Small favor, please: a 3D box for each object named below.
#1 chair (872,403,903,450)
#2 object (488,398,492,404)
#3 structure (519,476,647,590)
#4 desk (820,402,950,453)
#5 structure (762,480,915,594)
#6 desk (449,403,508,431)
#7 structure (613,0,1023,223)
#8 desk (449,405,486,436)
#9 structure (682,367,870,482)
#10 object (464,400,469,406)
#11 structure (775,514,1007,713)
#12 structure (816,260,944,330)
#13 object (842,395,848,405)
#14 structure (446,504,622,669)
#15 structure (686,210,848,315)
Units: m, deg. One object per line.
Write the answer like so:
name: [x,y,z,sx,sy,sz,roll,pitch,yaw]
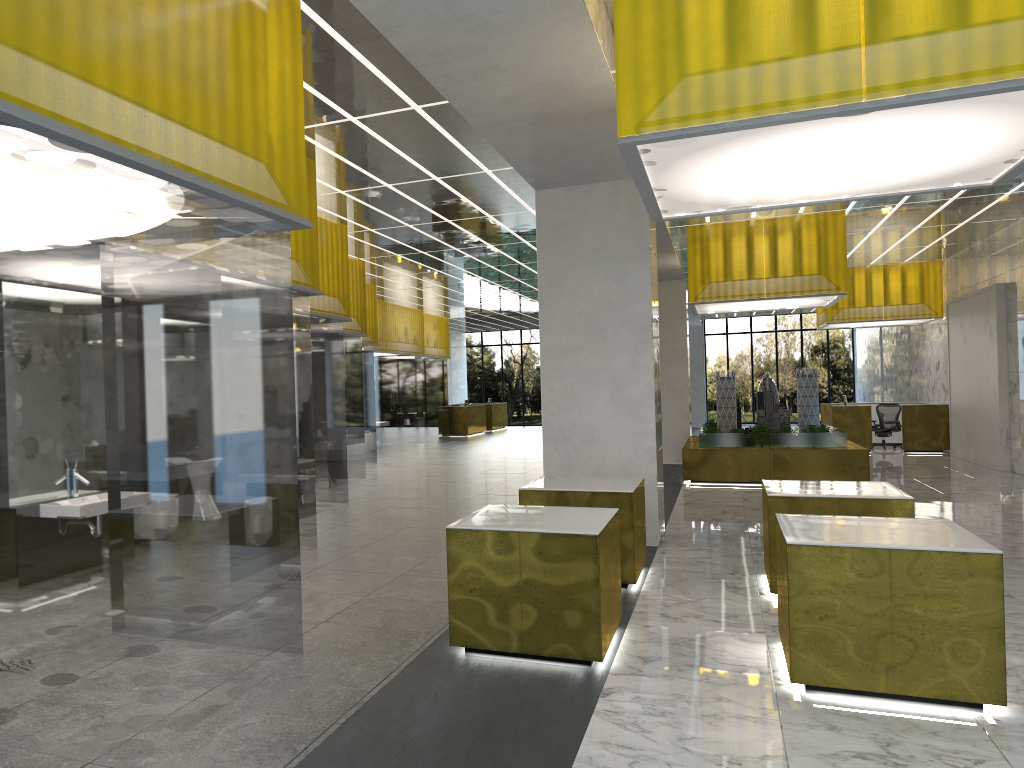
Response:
chair: [12.260,1.395,28.050,1.196,1.493,0.965,-2,0,43]
object: [-1.372,1.151,48.998,0.566,0.667,0.733,-2,0,17]
structure: [0.910,1.813,10.606,1.405,1.173,1.409,-2,0,19]
desk: [12.172,1.403,28.241,3.310,1.508,3.399,-2,0,19]
structure: [3.541,1.736,9.452,1.405,1.173,1.409,-2,0,19]
desk: [-2.203,1.895,49.352,3.310,1.508,3.399,-2,0,19]
structure: [2.662,-2.946,7.138,3.350,2.269,3.164,-2,0,19]
desk: [-3.324,1.905,44.814,3.310,1.508,3.399,-2,0,19]
structure: [6.353,0.903,21.395,3.978,2.571,5.029,-2,0,18]
object: [-2.503,1.161,44.420,0.566,0.667,0.732,-2,0,18]
structure: [2.878,1.742,6.766,1.405,1.173,1.409,-2,0,19]
structure: [11.998,-3.107,28.255,3.351,2.269,3.041,-2,0,19]
object: [11.308,0.709,28.630,0.566,0.667,0.732,-2,0,18]
structure: [0.248,1.819,7.925,1.405,1.173,1.409,-2,0,19]
structure: [5.888,-2.976,20.192,3.350,2.269,3.165,-2,0,19]
